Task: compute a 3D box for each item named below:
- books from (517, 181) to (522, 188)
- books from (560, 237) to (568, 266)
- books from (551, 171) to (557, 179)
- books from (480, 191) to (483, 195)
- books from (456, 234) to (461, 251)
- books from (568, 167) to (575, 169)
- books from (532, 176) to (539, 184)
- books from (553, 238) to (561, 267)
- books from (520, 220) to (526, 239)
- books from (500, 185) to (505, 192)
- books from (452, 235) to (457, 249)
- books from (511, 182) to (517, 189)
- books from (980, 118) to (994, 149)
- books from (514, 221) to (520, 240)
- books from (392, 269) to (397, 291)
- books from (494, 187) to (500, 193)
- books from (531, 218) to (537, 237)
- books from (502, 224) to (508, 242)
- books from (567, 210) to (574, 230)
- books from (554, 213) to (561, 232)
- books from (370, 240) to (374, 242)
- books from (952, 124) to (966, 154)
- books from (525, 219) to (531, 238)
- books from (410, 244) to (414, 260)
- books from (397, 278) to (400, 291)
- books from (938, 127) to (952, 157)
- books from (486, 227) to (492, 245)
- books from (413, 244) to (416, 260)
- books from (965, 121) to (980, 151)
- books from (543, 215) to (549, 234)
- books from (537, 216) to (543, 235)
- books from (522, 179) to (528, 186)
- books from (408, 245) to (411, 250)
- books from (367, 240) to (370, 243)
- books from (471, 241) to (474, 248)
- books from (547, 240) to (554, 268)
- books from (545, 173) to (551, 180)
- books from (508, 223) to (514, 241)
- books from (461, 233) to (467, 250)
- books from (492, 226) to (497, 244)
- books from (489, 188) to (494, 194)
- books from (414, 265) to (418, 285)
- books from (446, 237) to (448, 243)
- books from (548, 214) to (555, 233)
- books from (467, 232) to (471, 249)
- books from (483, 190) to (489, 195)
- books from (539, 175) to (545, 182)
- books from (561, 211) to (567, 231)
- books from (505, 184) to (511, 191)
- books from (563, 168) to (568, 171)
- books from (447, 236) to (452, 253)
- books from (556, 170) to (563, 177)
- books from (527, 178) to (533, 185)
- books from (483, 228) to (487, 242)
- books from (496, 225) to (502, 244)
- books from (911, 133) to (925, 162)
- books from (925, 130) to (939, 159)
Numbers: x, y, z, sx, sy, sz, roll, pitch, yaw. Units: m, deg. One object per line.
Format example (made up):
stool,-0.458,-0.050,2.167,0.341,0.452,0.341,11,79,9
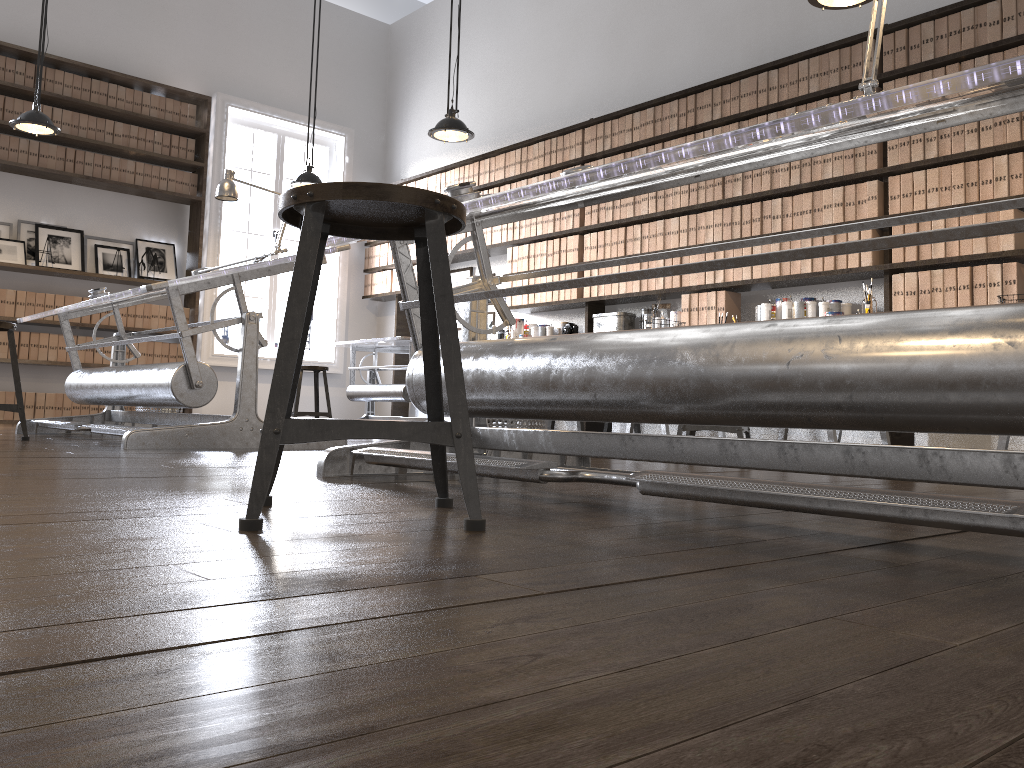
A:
books,0.122,-1.561,7.379,0.174,0.226,0.066,5,-6,-41
books,0.464,-1.020,6.924,0.174,0.226,0.066,5,-6,-41
books,0.393,-1.564,7.072,0.174,0.226,0.066,5,-6,-41
books,-0.213,-1.558,7.751,0.174,0.227,0.067,5,-6,-41
books,-0.410,-1.280,7.952,0.174,0.226,0.066,5,-6,-41
books,0.522,-1.566,6.920,0.174,0.226,0.066,5,-6,-41
books,0.250,-1.563,7.229,0.174,0.226,0.066,5,-6,-41
books,0.411,-1.020,6.976,0.174,0.227,0.067,5,-6,-41
books,0.152,-1.294,7.314,0.174,0.226,0.066,5,-6,-41
books,-0.017,-1.560,7.539,0.174,0.226,0.066,5,-6,-41
books,-0.455,-1.280,8.000,0.174,0.226,0.066,5,-6,-41
books,0.076,-1.561,7.432,0.174,0.226,0.066,5,-6,-41
books,2.511,-1.321,4.621,0.174,0.226,0.066,5,-6,-41
books,0.103,-1.293,7.364,0.174,0.226,0.066,5,-6,-41
books,-1.079,-1.003,8.674,0.174,0.227,0.067,5,-6,-41
books,-0.071,-1.559,7.592,0.174,0.227,0.067,5,-6,-41
books,0.240,-1.295,7.205,0.174,0.227,0.067,5,-6,-41
books,0.002,-1.285,7.475,0.174,0.227,0.067,5,-6,-41
books,0.512,-1.298,6.896,0.174,0.226,0.066,5,-6,-41
books,0.421,-1.297,7.006,0.174,0.226,0.066,5,-6,-41
books,-1.355,-1.550,9.055,0.174,0.227,0.067,5,-6,-41
books,2.419,-1.319,4.729,0.174,0.226,0.066,5,-6,-41
books,0.197,-1.294,7.260,0.174,0.226,0.066,5,-6,-41
books,-0.885,-1.282,8.490,0.174,0.226,0.066,5,-6,-41
books,-1.030,-1.003,8.621,0.174,0.226,0.066,5,-6,-41
books,2.374,-1.319,4.783,0.174,0.226,0.066,5,-6,-41
books,-0.132,-1.284,7.626,0.174,0.227,0.067,5,-6,-41
books,-0.846,-1.282,8.440,0.174,0.227,0.067,5,-6,-41
books,2.462,-1.320,4.674,0.174,0.227,0.067,5,-6,-41
books,0.332,-1.296,7.106,0.174,0.226,0.066,5,-6,-41
books,0.289,-1.296,7.152,0.174,0.226,0.066,5,-6,-41
books,0.162,-1.562,7.324,0.174,0.227,0.067,5,-6,-41
books,-0.933,-1.281,8.547,0.174,0.226,0.066,5,-6,-41
books,-1.398,-1.549,9.110,0.174,0.226,0.066,5,-6,-41
books,-0.268,-1.282,7.784,0.174,0.226,0.066,5,-6,-41
books,0.366,-1.019,7.036,0.174,0.226,0.066,5,-6,-41
books,0.346,-1.564,7.123,0.174,0.226,0.066,5,-6,-41
books,0.053,-1.293,7.416,0.174,0.226,0.066,5,-6,-41
books,-0.365,-1.281,7.893,0.174,0.227,0.067,5,-6,-41
books,-0.084,-1.284,7.579,0.174,0.226,0.066,5,-6,-41
books,-0.116,-1.559,7.651,0.174,0.226,0.066,5,-6,-41
books,-0.851,-1.005,8.420,0.174,0.226,0.066,5,-6,-41
books,-0.548,-1.279,8.099,0.174,0.226,0.066,5,-6,-41
books,0.372,-1.297,7.052,0.174,0.227,0.067,5,-6,-41
books,-0.312,-1.281,7.841,0.174,0.226,0.066,5,-6,-41
books,-0.167,-1.558,7.706,0.174,0.226,0.066,5,-6,-41
books,0.296,-1.564,7.173,0.174,0.227,0.067,5,-6,-41
books,0.468,-1.298,6.952,0.174,0.226,0.066,5,-6,-41
books,0.026,-1.560,7.482,0.174,0.226,0.066,5,-6,-41
books,0.481,-1.566,6.968,0.174,0.226,0.066,5,-6,-41
books,-0.500,-1.279,8.045,0.174,0.227,0.067,5,-6,-41
books,0.434,-1.565,7.015,0.174,0.227,0.067,5,-6,-41
books,0.210,-1.563,7.277,0.174,0.226,0.066,5,-6,-41
books,-0.172,-1.283,7.680,0.174,0.226,0.066,5,-6,-41
books,-0.044,-1.285,7.531,0.174,0.226,0.066,5,-6,-41
books,2.275,-1.318,4.885,0.174,0.226,0.066,5,-6,-41
books,2.325,-1.318,4.833,0.174,0.226,0.066,5,-6,-41
